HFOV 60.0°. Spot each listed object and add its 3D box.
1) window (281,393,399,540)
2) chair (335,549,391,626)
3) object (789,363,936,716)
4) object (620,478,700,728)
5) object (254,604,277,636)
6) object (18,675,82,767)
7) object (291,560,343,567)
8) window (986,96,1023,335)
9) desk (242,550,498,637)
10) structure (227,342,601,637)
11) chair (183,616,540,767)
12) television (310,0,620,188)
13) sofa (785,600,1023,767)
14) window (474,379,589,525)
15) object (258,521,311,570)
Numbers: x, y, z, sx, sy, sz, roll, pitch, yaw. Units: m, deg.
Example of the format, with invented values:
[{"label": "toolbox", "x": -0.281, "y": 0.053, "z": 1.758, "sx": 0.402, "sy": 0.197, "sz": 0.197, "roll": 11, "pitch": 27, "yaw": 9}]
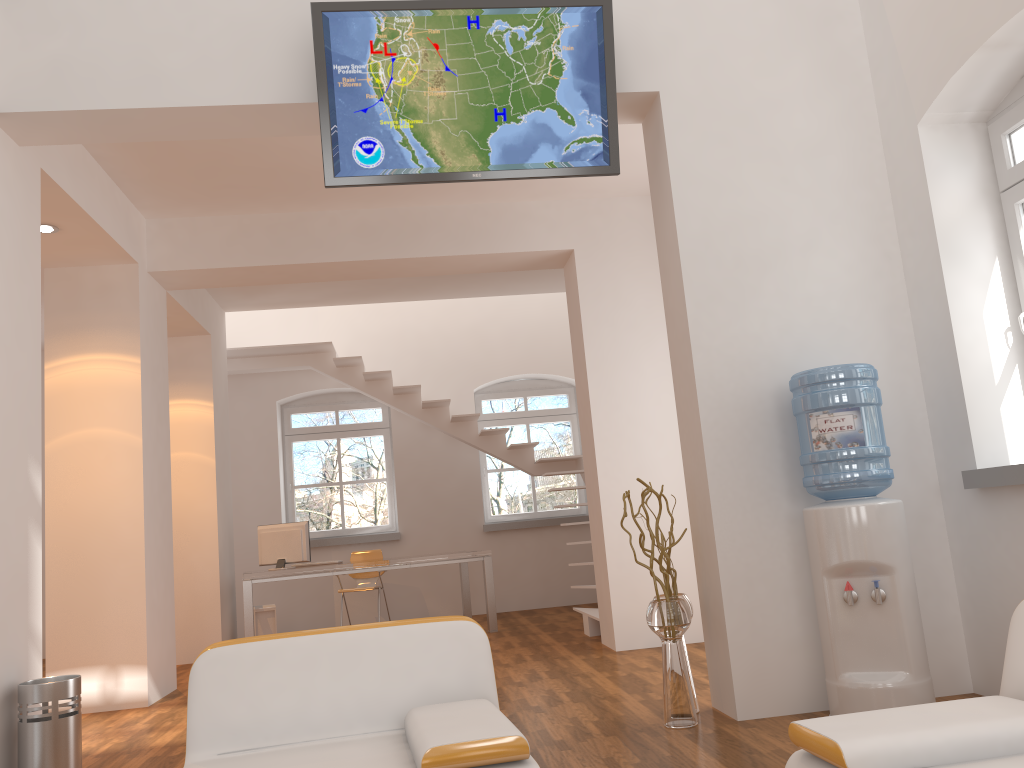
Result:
[{"label": "window", "x": -2.057, "y": 0.963, "z": 10.568, "sx": 1.308, "sy": 1.737, "sz": 0.142, "roll": -4, "pitch": -9, "yaw": -7}, {"label": "chair", "x": -1.579, "y": 2.190, "z": 9.388, "sx": 0.495, "sy": 0.829, "sz": 0.464, "roll": -6, "pitch": -9, "yaw": 8}, {"label": "object", "x": 1.496, "y": 0.674, "z": 3.847, "sx": 0.436, "sy": 1.490, "sz": 0.436, "roll": -2, "pitch": -10, "yaw": -21}, {"label": "object", "x": 0.734, "y": 1.003, "z": 4.260, "sx": 0.284, "sy": 1.112, "sz": 0.655, "roll": -8, "pitch": -10, "yaw": 14}, {"label": "object", "x": -2.333, "y": 2.319, "z": 8.392, "sx": 0.200, "sy": 0.422, "sz": 0.474, "roll": -2, "pitch": -10, "yaw": -17}, {"label": "object", "x": -2.014, "y": 1.523, "z": 3.868, "sx": 0.248, "sy": 0.450, "sz": 0.248, "roll": -12, "pitch": -12, "yaw": 36}, {"label": "object", "x": -1.896, "y": 1.748, "z": 8.640, "sx": 0.467, "sy": 0.031, "sz": 0.200, "roll": -6, "pitch": -9, "yaw": 3}, {"label": "window", "x": 2.387, "y": -0.549, "z": 3.438, "sx": 0.142, "sy": 1.627, "sz": 1.302, "roll": -4, "pitch": -9, "yaw": -7}, {"label": "desk", "x": -1.383, "y": 2.069, "z": 8.461, "sx": 2.239, "sy": 0.750, "sz": 1.092, "roll": -2, "pitch": -10, "yaw": -17}, {"label": "structure", "x": -0.808, "y": 0.883, "z": 8.597, "sx": 4.630, "sy": 3.042, "sz": 3.450, "roll": -4, "pitch": -9, "yaw": -7}, {"label": "chair", "x": -0.445, "y": 1.037, "z": 2.436, "sx": 0.923, "sy": 0.661, "sz": 0.825, "roll": -3, "pitch": -9, "yaw": -12}, {"label": "television", "x": -0.199, "y": -1.361, "z": 4.133, "sx": 1.388, "sy": 0.803, "sz": 0.266, "roll": -4, "pitch": -9, "yaw": -7}, {"label": "sofa", "x": 1.169, "y": 0.689, "z": 1.197, "sx": 0.825, "sy": 0.661, "sz": 2.010, "roll": -4, "pitch": -9, "yaw": -8}, {"label": "window", "x": 0.215, "y": 0.802, "z": 10.837, "sx": 1.308, "sy": 1.737, "sz": 0.142, "roll": -4, "pitch": -9, "yaw": -7}, {"label": "object", "x": -2.151, "y": 1.506, "z": 8.226, "sx": 0.516, "sy": 0.418, "sz": 0.245, "roll": -9, "pitch": -10, "yaw": 23}]
